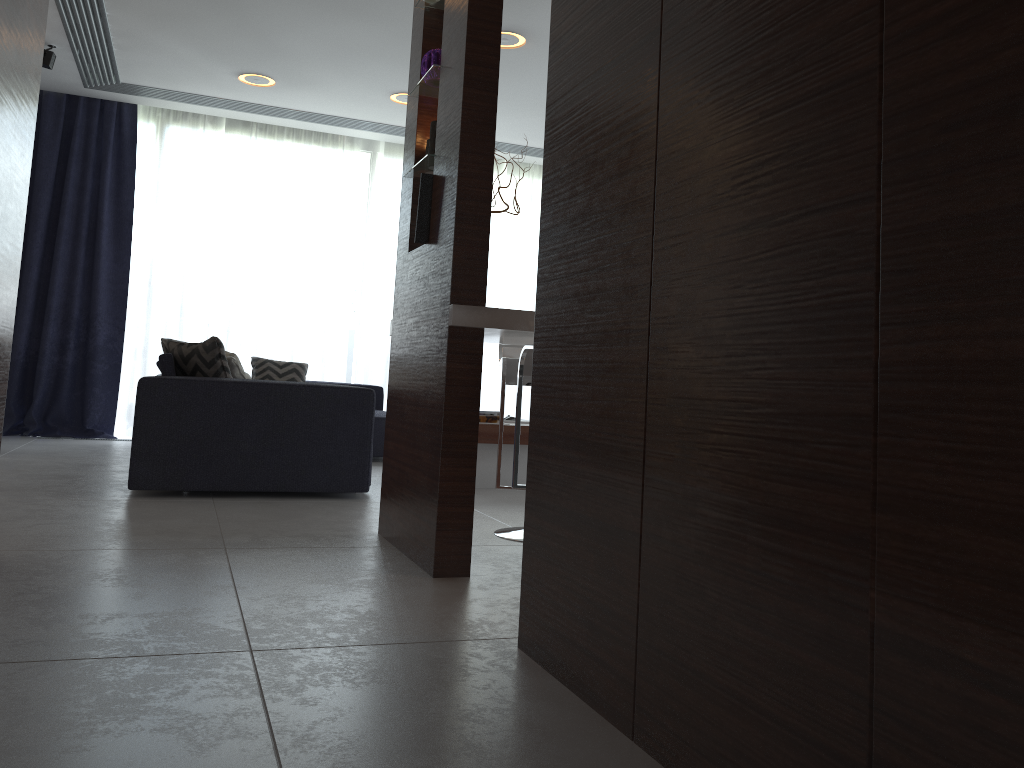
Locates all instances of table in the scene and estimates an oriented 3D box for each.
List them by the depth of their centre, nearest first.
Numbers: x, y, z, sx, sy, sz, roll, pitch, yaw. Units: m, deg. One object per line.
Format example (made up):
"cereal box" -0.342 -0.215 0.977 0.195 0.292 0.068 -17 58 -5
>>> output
"table" -0.139 0.378 5.036 0.803 0.355 0.798 4 -1 -20

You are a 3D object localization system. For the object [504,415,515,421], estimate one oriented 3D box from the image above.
"object" -0.013 0.198 5.115 0.070 0.036 0.112 3 -1 -7

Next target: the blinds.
"blinds" -0.330 -0.848 4.900 7.121 2.791 5.780 3 -1 -17

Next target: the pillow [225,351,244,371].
"pillow" -1.532 0.002 4.597 0.418 0.354 0.278 2 -4 23

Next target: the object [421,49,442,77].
"object" -0.239 -1.064 2.978 0.132 0.098 0.134 2 -2 20

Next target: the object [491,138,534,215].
"object" -0.119 -0.587 3.247 0.197 0.740 0.387 7 -6 -39

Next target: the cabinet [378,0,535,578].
"cabinet" 1.254 -0.659 3.465 3.327 2.571 0.782 4 -5 -20

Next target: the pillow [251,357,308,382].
"pillow" -1.696 -0.018 6.419 0.414 0.347 0.285 4 -3 -15

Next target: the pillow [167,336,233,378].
"pillow" -1.419 -0.023 4.100 0.415 0.388 0.220 1 -5 40

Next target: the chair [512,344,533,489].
"chair" 0.231 0.189 2.679 0.395 0.745 0.461 4 -4 -14

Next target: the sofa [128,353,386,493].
"sofa" -1.187 0.194 5.331 1.894 0.612 2.865 3 -1 -20

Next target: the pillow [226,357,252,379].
"pillow" -1.407 0.015 4.340 0.416 0.296 0.328 2 -3 32

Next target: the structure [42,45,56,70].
"structure" -2.977 -2.090 5.634 0.114 0.143 0.084 4 -4 -15

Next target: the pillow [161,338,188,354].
"pillow" -2.155 -0.035 6.082 0.355 0.522 0.594 2 -3 10

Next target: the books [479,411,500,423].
"books" 2.189 0.402 2.084 0.403 0.375 8.233 6 -2 -42

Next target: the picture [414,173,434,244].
"picture" -0.217 -0.557 2.845 0.175 0.223 0.050 4 -5 -16

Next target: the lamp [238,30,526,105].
"lamp" 0.928 -1.931 2.258 5.324 0.085 9.575 3 0 -34

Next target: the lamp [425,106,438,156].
"lamp" -0.250 -0.828 3.001 0.077 0.212 0.152 4 -4 -8

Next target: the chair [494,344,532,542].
"chair" 0.138 0.204 3.319 0.396 0.714 0.461 3 -4 -3
